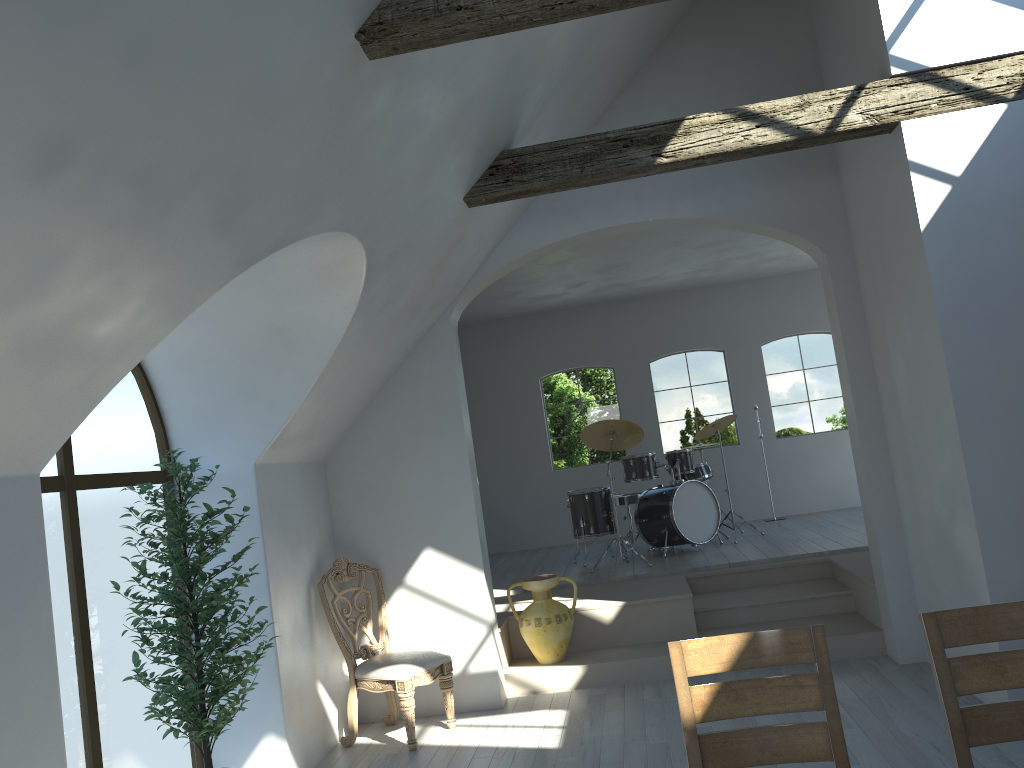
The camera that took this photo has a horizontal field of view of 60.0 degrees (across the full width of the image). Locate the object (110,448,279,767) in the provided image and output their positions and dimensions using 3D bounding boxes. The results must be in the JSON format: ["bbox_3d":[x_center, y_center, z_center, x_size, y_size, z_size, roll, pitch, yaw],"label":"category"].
[{"bbox_3d":[-1.543,1.268,4.367,0.718,1.920,0.737,-11,-6,26],"label":"object"}]

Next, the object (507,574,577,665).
[{"bbox_3d":[0.244,1.706,6.421,0.402,0.605,0.396,-4,-6,-36],"label":"object"}]

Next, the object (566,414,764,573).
[{"bbox_3d":[1.373,1.040,9.169,2.354,1.383,1.465,-4,-6,-39],"label":"object"}]

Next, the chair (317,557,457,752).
[{"bbox_3d":[-0.798,1.671,5.674,0.655,1.159,0.552,-11,-6,32],"label":"chair"}]

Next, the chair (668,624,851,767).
[{"bbox_3d":[0.741,1.231,2.392,0.514,1.006,0.605,-9,-5,7],"label":"chair"}]

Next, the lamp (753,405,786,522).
[{"bbox_3d":[3.014,0.926,10.566,0.232,1.383,0.238,-9,-5,7],"label":"lamp"}]

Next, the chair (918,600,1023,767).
[{"bbox_3d":[1.473,1.119,2.304,0.514,1.006,0.605,-9,-5,7],"label":"chair"}]
